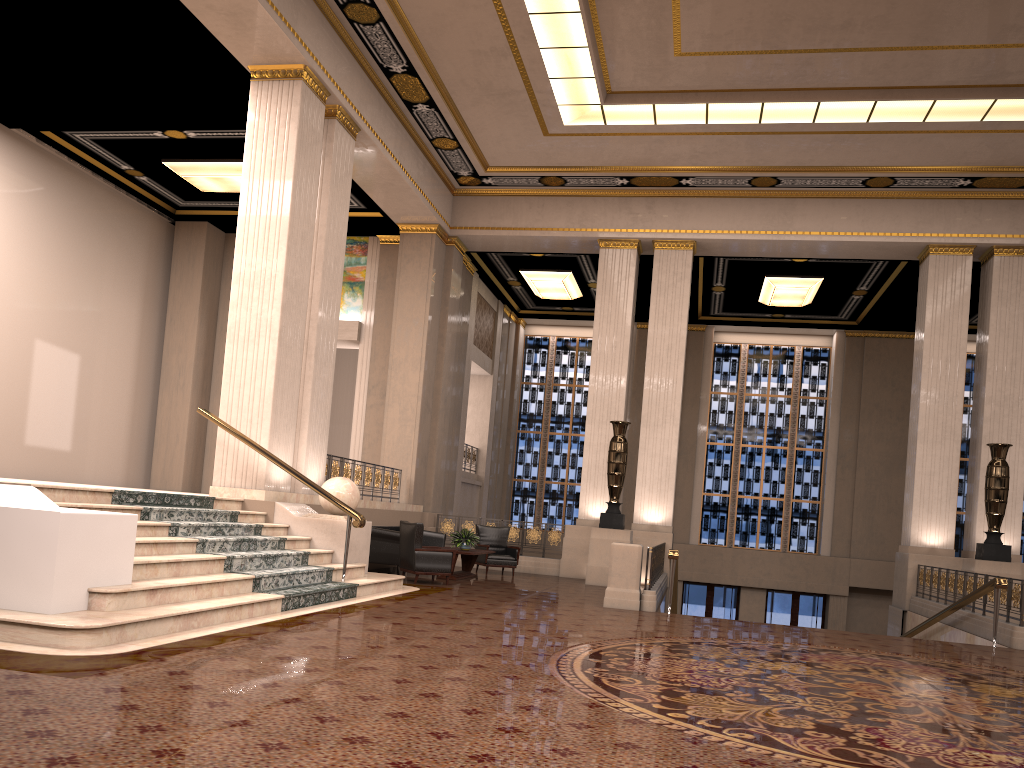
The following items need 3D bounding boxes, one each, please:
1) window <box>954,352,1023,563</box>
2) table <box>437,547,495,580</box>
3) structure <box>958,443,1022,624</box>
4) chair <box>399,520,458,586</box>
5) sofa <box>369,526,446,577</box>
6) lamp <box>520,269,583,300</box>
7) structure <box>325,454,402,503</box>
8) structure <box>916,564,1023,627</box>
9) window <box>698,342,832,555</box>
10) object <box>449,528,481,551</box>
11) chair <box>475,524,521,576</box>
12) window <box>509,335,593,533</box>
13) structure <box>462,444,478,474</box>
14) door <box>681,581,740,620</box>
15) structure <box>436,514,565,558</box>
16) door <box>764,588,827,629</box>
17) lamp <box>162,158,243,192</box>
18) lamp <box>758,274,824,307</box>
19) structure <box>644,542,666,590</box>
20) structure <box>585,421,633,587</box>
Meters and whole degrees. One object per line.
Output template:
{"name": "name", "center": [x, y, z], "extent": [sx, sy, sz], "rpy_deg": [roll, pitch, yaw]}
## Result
{"name": "window", "center": [11.715, 1.900, 21.828], "extent": [2.982, 5.335, 0.070], "rpy_deg": [4, -2, 12]}
{"name": "table", "center": [-0.843, 2.826, 13.880], "extent": [0.837, 0.432, 1.491], "rpy_deg": [3, -8, 12]}
{"name": "structure", "center": [7.533, 2.331, 13.785], "extent": [0.699, 2.776, 0.705], "rpy_deg": [4, -2, 12]}
{"name": "chair", "center": [-1.210, 2.362, 12.335], "extent": [0.721, 0.840, 0.649], "rpy_deg": [7, -5, -28]}
{"name": "sofa", "center": [-1.728, 2.648, 14.077], "extent": [0.873, 0.702, 1.943], "rpy_deg": [3, -8, 12]}
{"name": "lamp", "center": [0.935, -2.263, 20.379], "extent": [1.165, 0.213, 2.039], "rpy_deg": [3, -9, 12]}
{"name": "structure", "center": [-2.423, 1.579, 14.345], "extent": [0.032, 0.620, 3.735], "rpy_deg": [4, -8, 12]}
{"name": "structure", "center": [6.348, 2.909, 12.460], "extent": [0.079, 0.533, 4.991], "rpy_deg": [4, -8, 12]}
{"name": "window", "center": [6.563, 1.634, 22.910], "extent": [2.982, 5.335, 0.070], "rpy_deg": [4, -2, 12]}
{"name": "object", "center": [-0.735, 2.408, 13.762], "extent": [0.502, 0.374, 0.529], "rpy_deg": [-1, -9, 44]}
{"name": "chair", "center": [-0.273, 2.914, 15.487], "extent": [0.650, 0.840, 0.719], "rpy_deg": [7, -5, -23]}
{"name": "window", "center": [1.582, 1.377, 23.955], "extent": [2.982, 5.335, 0.070], "rpy_deg": [4, -2, 12]}
{"name": "structure", "center": [-1.089, 1.743, 20.704], "extent": [0.031, 0.663, 2.179], "rpy_deg": [4, -8, 12]}
{"name": "door", "center": [4.983, 6.417, 22.501], "extent": [1.489, 2.712, 0.156], "rpy_deg": [4, -2, 12]}
{"name": "structure", "center": [-0.239, 2.905, 16.798], "extent": [2.530, 0.652, 0.032], "rpy_deg": [3, -2, 12]}
{"name": "door", "center": [7.021, 6.522, 22.073], "extent": [1.489, 2.712, 0.156], "rpy_deg": [4, -2, 12]}
{"name": "lamp", "center": [-4.925, -3.536, 15.158], "extent": [1.713, 0.213, 1.181], "rpy_deg": [3, -9, 12]}
{"name": "lamp", "center": [6.068, -1.998, 19.301], "extent": [1.165, 0.213, 2.039], "rpy_deg": [3, -9, 12]}
{"name": "structure", "center": [2.217, 2.696, 13.327], "extent": [0.079, 0.533, 4.991], "rpy_deg": [4, -8, 13]}
{"name": "structure", "center": [1.747, 2.032, 15.000], "extent": [0.699, 2.776, 0.705], "rpy_deg": [4, -2, 12]}
